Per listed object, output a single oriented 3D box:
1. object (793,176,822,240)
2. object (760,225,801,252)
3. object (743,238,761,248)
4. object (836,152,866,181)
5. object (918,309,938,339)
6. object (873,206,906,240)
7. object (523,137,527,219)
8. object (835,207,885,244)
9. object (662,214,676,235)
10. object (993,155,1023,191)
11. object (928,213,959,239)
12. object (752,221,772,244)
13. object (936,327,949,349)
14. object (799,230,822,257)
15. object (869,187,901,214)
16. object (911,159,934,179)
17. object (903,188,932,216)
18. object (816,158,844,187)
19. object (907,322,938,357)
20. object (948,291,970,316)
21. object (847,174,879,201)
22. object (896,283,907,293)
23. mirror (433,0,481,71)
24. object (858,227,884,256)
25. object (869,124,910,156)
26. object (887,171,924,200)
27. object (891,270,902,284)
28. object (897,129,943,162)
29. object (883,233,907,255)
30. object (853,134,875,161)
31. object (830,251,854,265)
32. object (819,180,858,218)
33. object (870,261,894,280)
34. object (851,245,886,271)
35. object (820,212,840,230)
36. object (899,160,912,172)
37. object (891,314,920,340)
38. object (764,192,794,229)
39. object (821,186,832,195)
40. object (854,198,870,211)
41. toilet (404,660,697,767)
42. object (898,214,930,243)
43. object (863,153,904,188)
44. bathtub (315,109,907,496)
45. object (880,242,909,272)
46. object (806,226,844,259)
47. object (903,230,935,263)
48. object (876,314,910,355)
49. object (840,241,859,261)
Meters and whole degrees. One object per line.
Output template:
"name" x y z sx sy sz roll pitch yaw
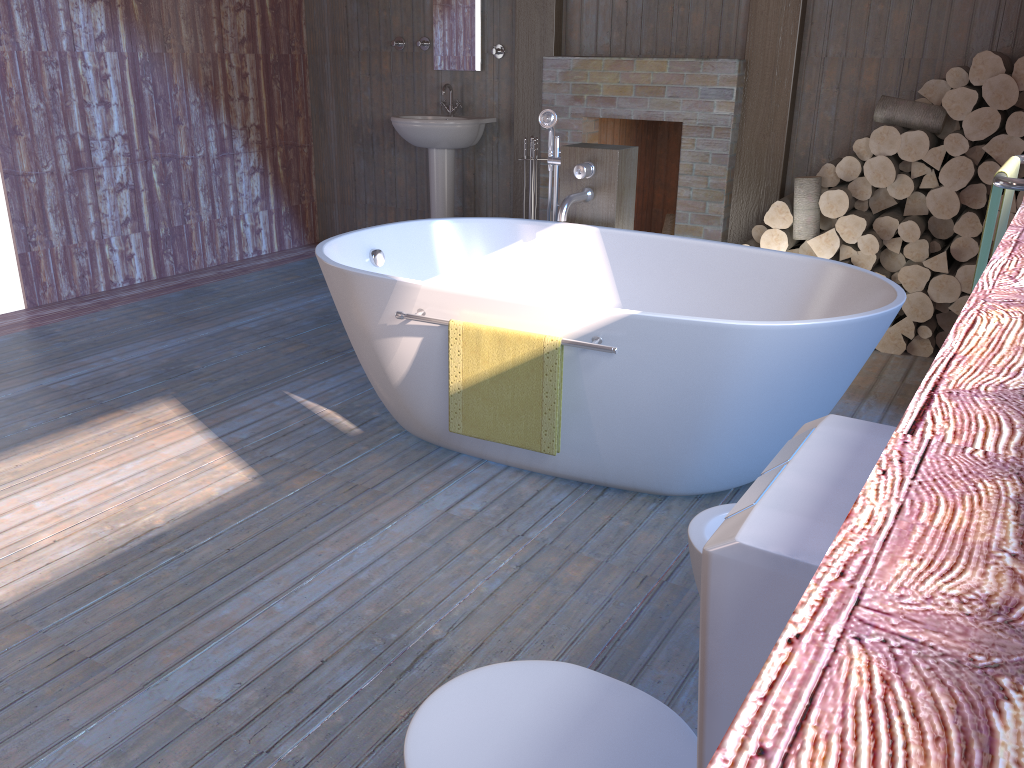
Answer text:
"object" 1.412 -0.843 4.243 0.147 0.298 0.109 14 24 31
"object" 1.386 -0.757 4.502 0.137 0.133 0.437 12 23 27
"object" 1.266 -0.698 4.596 0.117 0.120 0.370 12 23 27
"object" 1.638 -1.044 4.230 0.115 0.123 0.291 13 24 30
"object" 2.012 -0.298 4.261 0.065 0.071 0.378 13 23 29
"object" 1.811 -0.770 4.231 0.114 0.120 0.303 13 23 30
"object" 0.014 -0.998 5.152 0.136 0.846 0.062 5 21 11
"object" 1.695 -0.793 4.312 0.139 0.148 0.458 13 23 29
"object" 0.940 -0.811 5.395 0.098 0.434 0.283 12 23 27
"object" 1.092 -0.453 1.884 0.091 0.043 0.581 13 23 29
"object" 2.044 -0.769 4.200 0.116 0.118 0.289 12 23 27
"object" 1.327 -0.795 4.591 0.101 0.103 0.242 13 23 30
"object" 2.143 -0.242 4.329 0.116 0.118 0.289 12 23 27
"object" 1.563 -0.710 4.529 0.115 0.123 0.291 13 24 30
"object" 1.825 -0.912 4.286 0.128 0.150 0.323 13 23 29
"object" 1.905 -1.000 4.082 0.088 0.092 0.280 13 23 30
"object" 1.954 -0.870 4.221 0.104 0.127 0.321 13 23 29
"object" 1.573 -1.035 4.334 0.114 0.113 0.301 12 23 27
"object" 1.987 -0.222 4.281 0.114 0.113 0.301 12 23 27
"object" 2.169 -0.390 4.172 0.169 0.152 0.481 12 23 28
"object" 1.695 -0.954 4.246 0.111 0.113 0.301 12 23 28
"object" 1.866 -0.455 4.300 0.102 0.109 0.438 13 23 29
"mirror" -0.332 -2.502 5.279 0.350 1.199 0.009 12 23 29
"object" 1.754 -0.709 4.280 0.098 0.100 0.437 12 23 27
"object" 1.774 -1.148 4.118 0.135 0.145 0.439 13 23 29
"object" 1.841 -0.940 4.141 0.115 0.123 0.291 13 24 30
"object" 1.866 -0.527 4.260 0.057 0.061 0.156 12 23 28
"object" 1.873 -1.113 4.068 0.138 0.147 0.440 13 23 29
"object" 1.837 -0.691 4.241 0.086 0.089 0.279 12 23 27
"object" 1.693 -1.123 4.185 0.106 0.112 0.282 13 23 30
"object" 1.638 -0.579 4.435 0.151 0.150 0.483 12 23 27
"object" 1.613 -0.907 4.304 0.138 0.147 0.440 13 23 29
"object" 1.796 -0.523 4.329 0.114 0.120 0.303 13 23 30
"object" 1.747 -0.628 4.330 0.114 0.120 0.303 13 23 30
"object" 1.605 -0.854 4.443 0.121 0.124 0.291 13 23 30
"object" 1.833 -1.018 4.103 0.057 0.061 0.156 12 23 28
"object" 1.930 -0.334 4.306 0.107 0.125 0.423 12 23 27
"object" 1.398 -0.881 4.463 0.139 0.137 0.455 12 23 27
"object" 1.566 -0.985 4.441 0.108 0.113 0.302 13 23 29
"object" 1.699 -0.877 4.271 0.064 0.068 0.174 12 23 28
"toilet" 0.099 0.708 1.279 0.534 0.400 0.375 13 23 29
"object" 1.897 -0.752 4.177 0.098 0.100 0.437 12 23 27
"object" 1.759 -1.020 4.167 0.141 0.143 0.437 12 23 27
"bathtub" 0.231 -0.321 3.053 1.460 1.109 1.935 -14 25 -35
"object" 1.892 -0.635 4.344 0.121 0.124 0.291 13 23 30
"object" 1.594 -0.730 4.410 0.155 0.174 0.483 12 23 27
"object" 1.932 -0.656 4.195 0.111 0.113 0.301 12 23 27
"object" 1.899 -0.268 4.372 0.139 0.137 0.455 12 23 27
"object" 1.680 -0.668 4.342 0.088 0.092 0.280 13 23 30
